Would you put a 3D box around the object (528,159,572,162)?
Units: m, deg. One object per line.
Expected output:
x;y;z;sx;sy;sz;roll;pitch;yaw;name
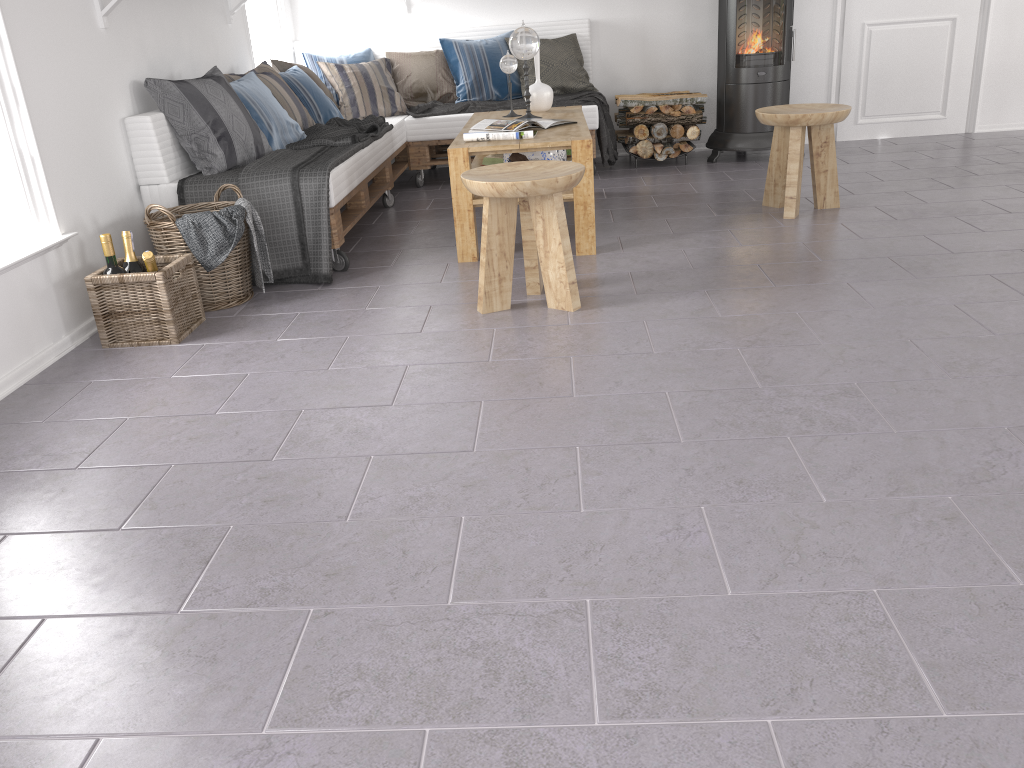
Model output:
0.110;-0.932;3.939;0.281;0.102;0.155;12;27;34;object

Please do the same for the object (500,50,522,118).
-0.010;-1.567;4.627;0.109;0.329;0.109;-16;25;-25;object

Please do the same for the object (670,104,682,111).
1.060;-1.831;5.819;0.044;0.034;0.425;-3;23;3;object

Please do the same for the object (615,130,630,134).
0.982;-1.714;6.069;0.569;0.078;0.115;-3;23;4;object

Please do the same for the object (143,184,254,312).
-1.208;-0.531;3.481;0.393;0.432;0.393;-8;23;-9;object

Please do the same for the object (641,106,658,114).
0.898;-1.828;5.840;0.098;0.060;0.467;-2;23;6;object

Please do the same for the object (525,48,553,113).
0.139;-1.619;4.735;0.155;0.325;0.155;-15;25;-24;object

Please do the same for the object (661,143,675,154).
1.012;-1.608;5.929;0.097;0.056;0.562;-3;23;3;object

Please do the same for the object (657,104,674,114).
0.988;-1.833;5.834;0.096;0.068;0.467;-3;23;3;object

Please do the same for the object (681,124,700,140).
1.165;-1.721;5.892;0.118;0.142;0.520;-2;23;7;object

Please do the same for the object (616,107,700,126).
0.954;-1.757;5.811;0.538;0.082;0.099;-3;23;3;object

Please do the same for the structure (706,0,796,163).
1.403;-3.780;5.010;0.643;4.887;0.626;-12;24;-19;structure

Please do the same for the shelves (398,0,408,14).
0.008;-2.600;5.812;1.820;0.212;0.269;-3;23;4;shelves

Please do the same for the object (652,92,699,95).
0.968;-1.896;5.875;0.541;0.070;0.101;-2;23;4;object

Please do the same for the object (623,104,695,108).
0.999;-1.856;6.015;0.483;0.097;0.123;-2;23;5;object

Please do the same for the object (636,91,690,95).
0.963;-1.927;5.954;0.467;0.063;0.095;-3;23;3;object

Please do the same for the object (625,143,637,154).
0.791;-1.618;5.989;0.052;0.056;0.561;-3;23;4;object

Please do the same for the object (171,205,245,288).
-1.160;-0.518;3.429;0.303;0.332;0.367;-22;29;-37;object

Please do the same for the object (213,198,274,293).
-1.163;-0.525;3.489;0.349;0.356;0.290;-5;23;-2;object

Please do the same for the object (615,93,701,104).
0.955;-1.859;5.778;0.562;0.074;0.095;-3;23;4;object

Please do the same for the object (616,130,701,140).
0.983;-1.676;5.969;0.562;0.063;0.095;-3;23;4;object

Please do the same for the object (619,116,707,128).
0.982;-1.714;5.796;0.562;0.063;0.095;-3;23;4;object

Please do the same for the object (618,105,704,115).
0.990;-1.822;5.901;0.562;0.057;0.097;-3;23;3;object

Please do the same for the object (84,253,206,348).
-1.302;-0.296;3.175;0.276;0.270;0.276;-3;23;4;object

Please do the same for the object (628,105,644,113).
0.814;-1.824;5.839;0.098;0.061;0.467;-2;23;5;object

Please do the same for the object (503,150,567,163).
0.109;-1.078;4.225;0.302;0.161;0.302;-4;22;0;object

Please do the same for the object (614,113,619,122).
0.960;-1.791;5.936;0.539;0.070;0.101;-2;23;4;object

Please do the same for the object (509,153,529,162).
0.060;-0.965;3.974;0.090;0.139;0.182;-17;26;-29;object

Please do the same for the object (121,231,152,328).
-1.370;-0.367;3.204;0.094;0.361;0.127;-3;23;3;object

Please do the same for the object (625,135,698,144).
0.976;-1.603;5.795;0.468;0.069;0.095;-3;23;3;object

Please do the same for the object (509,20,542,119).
0.070;-1.568;4.433;0.155;0.468;0.155;-11;23;-16;object

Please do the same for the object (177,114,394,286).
-1.011;-0.995;4.426;0.685;0.533;1.892;-3;23;3;object

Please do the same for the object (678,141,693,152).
1.131;-1.606;5.923;0.096;0.060;0.467;-3;23;4;object

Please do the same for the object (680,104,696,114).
1.130;-1.838;5.823;0.098;0.088;0.466;-2;23;5;object
